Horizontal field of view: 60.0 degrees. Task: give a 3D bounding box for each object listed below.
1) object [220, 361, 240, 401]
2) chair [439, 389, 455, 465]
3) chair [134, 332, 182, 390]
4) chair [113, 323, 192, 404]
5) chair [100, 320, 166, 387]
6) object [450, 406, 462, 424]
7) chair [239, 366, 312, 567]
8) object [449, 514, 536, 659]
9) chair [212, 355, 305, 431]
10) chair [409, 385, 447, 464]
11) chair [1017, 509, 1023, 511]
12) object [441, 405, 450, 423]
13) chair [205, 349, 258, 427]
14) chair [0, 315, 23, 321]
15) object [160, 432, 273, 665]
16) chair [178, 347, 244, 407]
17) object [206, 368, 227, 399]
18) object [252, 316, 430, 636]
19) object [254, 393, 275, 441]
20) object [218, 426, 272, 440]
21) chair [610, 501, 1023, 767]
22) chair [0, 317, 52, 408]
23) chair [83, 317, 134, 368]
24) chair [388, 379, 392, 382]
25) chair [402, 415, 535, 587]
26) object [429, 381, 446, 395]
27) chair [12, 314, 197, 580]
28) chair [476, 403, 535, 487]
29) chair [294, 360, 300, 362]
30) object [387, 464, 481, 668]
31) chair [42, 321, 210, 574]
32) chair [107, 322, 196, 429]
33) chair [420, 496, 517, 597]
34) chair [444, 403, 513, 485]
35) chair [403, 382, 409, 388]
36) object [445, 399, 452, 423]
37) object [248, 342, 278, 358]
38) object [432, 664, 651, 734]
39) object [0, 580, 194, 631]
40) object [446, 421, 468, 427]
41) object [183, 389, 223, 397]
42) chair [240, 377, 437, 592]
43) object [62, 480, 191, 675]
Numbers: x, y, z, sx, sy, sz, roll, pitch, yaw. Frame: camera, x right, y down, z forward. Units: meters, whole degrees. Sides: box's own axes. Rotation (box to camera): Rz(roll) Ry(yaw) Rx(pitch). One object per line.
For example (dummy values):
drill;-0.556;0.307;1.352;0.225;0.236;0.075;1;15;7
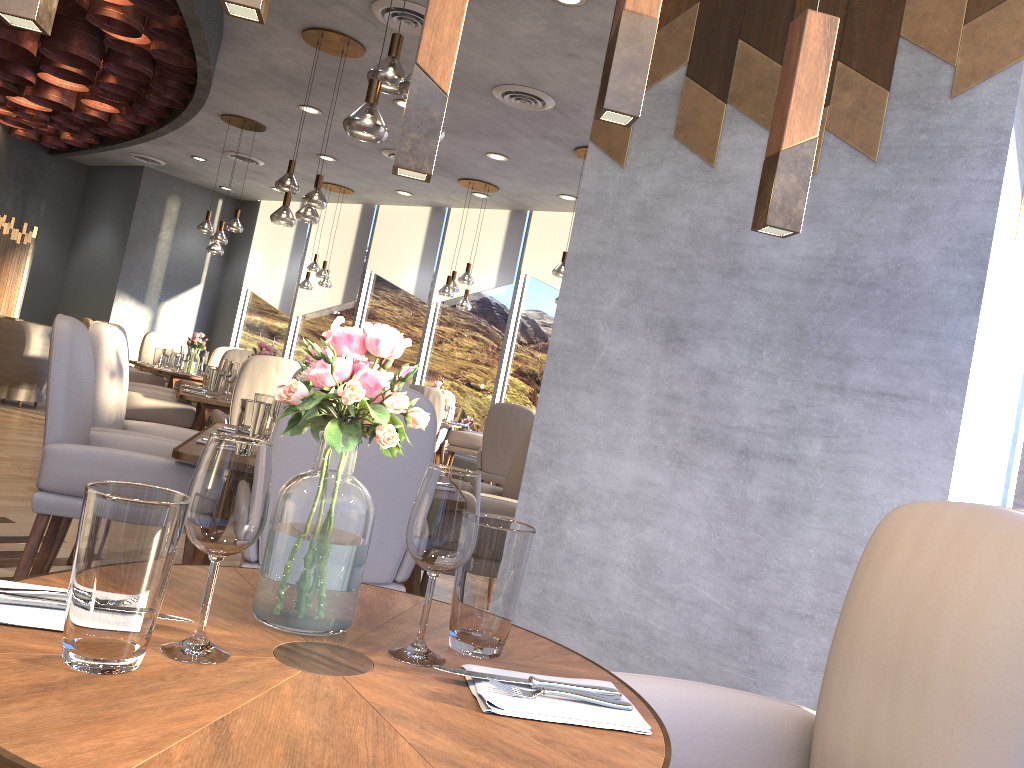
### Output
object;-1.776;-0.019;5.589;0.092;0.245;0.092;10;-3;23
chair;-0.920;0.537;9.816;0.528;1.002;0.599;11;-3;-1
chair;-3.702;-0.034;9.317;0.526;1.002;0.601;13;-3;-34
chair;-2.506;0.138;6.019;0.598;1.002;0.528;12;-3;-17
chair;-3.535;-0.027;8.048;0.597;1.002;0.529;14;-3;-42
object;-0.604;0.333;9.416;0.102;0.179;0.102;10;-3;31
chair;-0.936;0.416;4.164;0.527;1.002;0.599;12;-3;-10
object;-0.034;0.278;1.222;0.102;0.179;0.102;12;-3;-5
chair;-1.492;0.325;5.193;0.527;1.002;0.600;12;-3;-23
chair;-0.921;0.512;8.657;0.528;1.002;0.599;11;-3;0
chair;1.715;0.932;3.305;0.528;1.002;0.599;12;-3;-6
object;-0.694;0.307;9.035;0.102;0.179;0.102;9;-3;41
chair;-2.093;0.237;6.750;0.527;1.002;0.600;12;-3;-18
chair;-5.651;-0.342;9.455;0.773;0.839;0.595;12;-2;-9
object;-0.330;0.181;0.997;0.092;0.245;0.092;10;-3;27
chair;-2.690;0.142;7.993;0.526;1.002;0.601;14;-3;-40
object;-1.841;0.000;5.496;0.102;0.179;0.102;9;-3;37
object;-0.239;0.116;1.188;0.210;0.416;0.197;11;-3;14
object;-0.971;0.133;3.461;0.102;0.179;0.102;10;-3;26
object;-1.062;0.199;3.605;0.255;0.019;0.157;12;-1;-10
chair;0.329;0.609;1.179;0.599;1.002;0.528;12;-3;-11
chair;-4.928;-0.209;8.879;0.595;0.839;0.773;12;-2;-4
chair;-3.887;-0.088;8.494;0.597;1.002;0.529;13;-3;-34
chair;-1.275;0.396;6.466;0.598;1.002;0.529;12;-3;-23
chair;-0.169;0.563;3.775;0.598;1.002;0.528;12;-3;-15
object;-0.813;0.168;9.288;0.198;0.416;0.209;10;-3;34
chair;-1.292;0.319;2.942;0.598;1.002;0.528;12;-3;-17
chair;0.008;0.661;6.798;0.529;1.002;0.598;11;-3;18
chair;-2.508;0.196;8.831;0.597;1.002;0.529;13;-3;-34
object;-0.098;0.230;1.143;0.092;0.245;0.092;13;-3;-31
chair;-1.436;0.301;3.493;0.599;1.002;0.528;12;-3;-10
chair;-2.295;0.170;5.490;0.598;1.002;0.529;13;-3;-25
chair;-0.046;0.576;3.223;0.599;1.002;0.528;12;-3;-10
chair;-0.356;0.638;9.220;0.600;1.002;0.527;11;-3;3
chair;-1.086;0.423;5.933;0.598;1.002;0.528;12;-3;-17
object;-0.688;0.282;9.360;0.092;0.245;0.092;11;-3;2
object;-1.695;-0.078;5.993;0.210;0.416;0.197;12;-3;-6
object;0.030;0.369;1.071;0.254;0.019;0.157;12;-1;-11
object;-0.506;0.261;1.046;0.254;0.019;0.157;12;-1;-15
object;-0.582;0.416;9.250;0.255;0.019;0.157;11;-1;5
object;-1.955;0.061;5.626;0.254;0.019;0.157;12;-1;-19
chair;-0.541;0.462;2.557;0.527;1.002;0.600;12;-3;-16
object;-0.402;0.198;0.910;0.102;0.179;0.102;10;-3;21
